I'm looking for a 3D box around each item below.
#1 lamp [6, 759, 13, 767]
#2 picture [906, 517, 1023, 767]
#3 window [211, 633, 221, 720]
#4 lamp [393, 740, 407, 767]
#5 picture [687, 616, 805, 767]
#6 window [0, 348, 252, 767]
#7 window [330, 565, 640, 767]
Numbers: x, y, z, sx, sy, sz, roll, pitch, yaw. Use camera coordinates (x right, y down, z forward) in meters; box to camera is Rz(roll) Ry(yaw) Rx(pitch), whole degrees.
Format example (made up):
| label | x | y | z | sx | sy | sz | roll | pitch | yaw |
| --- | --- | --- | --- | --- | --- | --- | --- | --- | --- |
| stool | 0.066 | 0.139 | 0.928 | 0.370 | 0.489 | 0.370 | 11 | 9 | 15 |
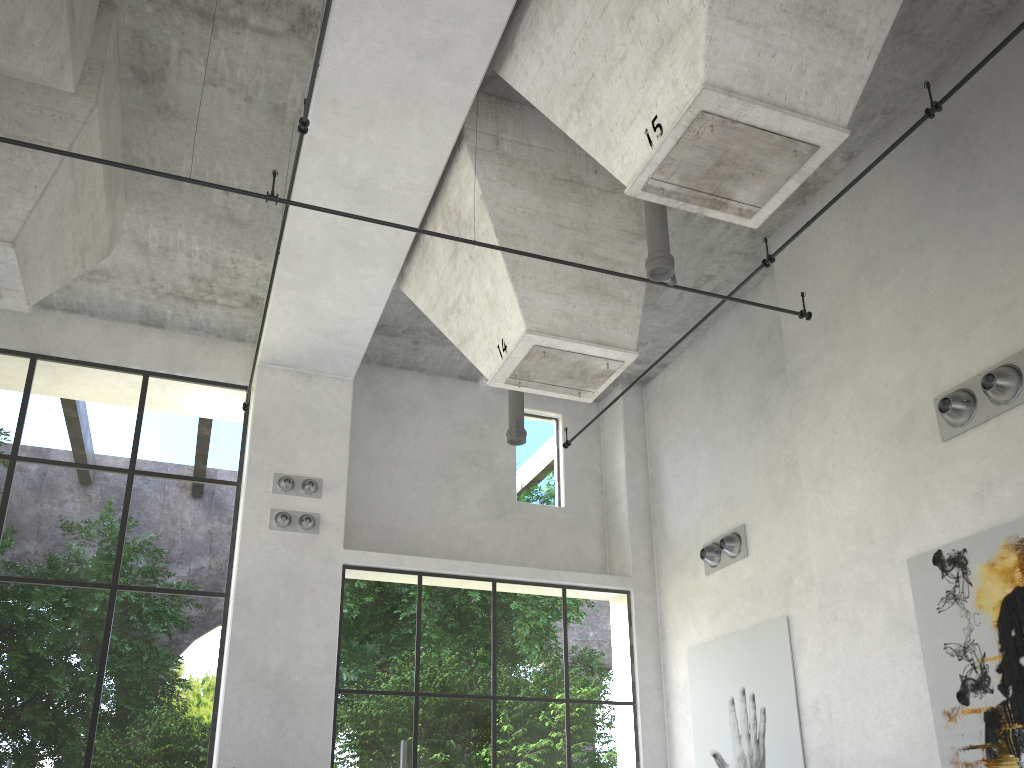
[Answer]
| label | x | y | z | sx | sy | sz | roll | pitch | yaw |
| --- | --- | --- | --- | --- | --- | --- | --- | --- | --- |
| lamp | -5.378 | 4.989 | 9.064 | 0.583 | 2.053 | 0.621 | 7 | -23 | -19 |
| picture | 4.285 | 2.530 | 7.025 | 0.020 | 2.878 | 2.459 | 7 | -25 | -19 |
| window | -5.576 | -0.670 | 2.003 | 101.598 | 19.516 | 100.254 | 23 | -35 | -39 |
| lamp | -0.945 | 4.097 | 7.372 | 0.600 | 2.053 | 0.604 | 7 | -23 | -19 |
| picture | 3.002 | 4.738 | 11.386 | 0.020 | 2.878 | 2.440 | 7 | -24 | -19 |
| window | -6.765 | 3.075 | 11.201 | 5.997 | 7.487 | 0.070 | 8 | -23 | -20 |
| window | -0.248 | 5.092 | 12.309 | 4.588 | 4.667 | 0.021 | 9 | -23 | -20 |
